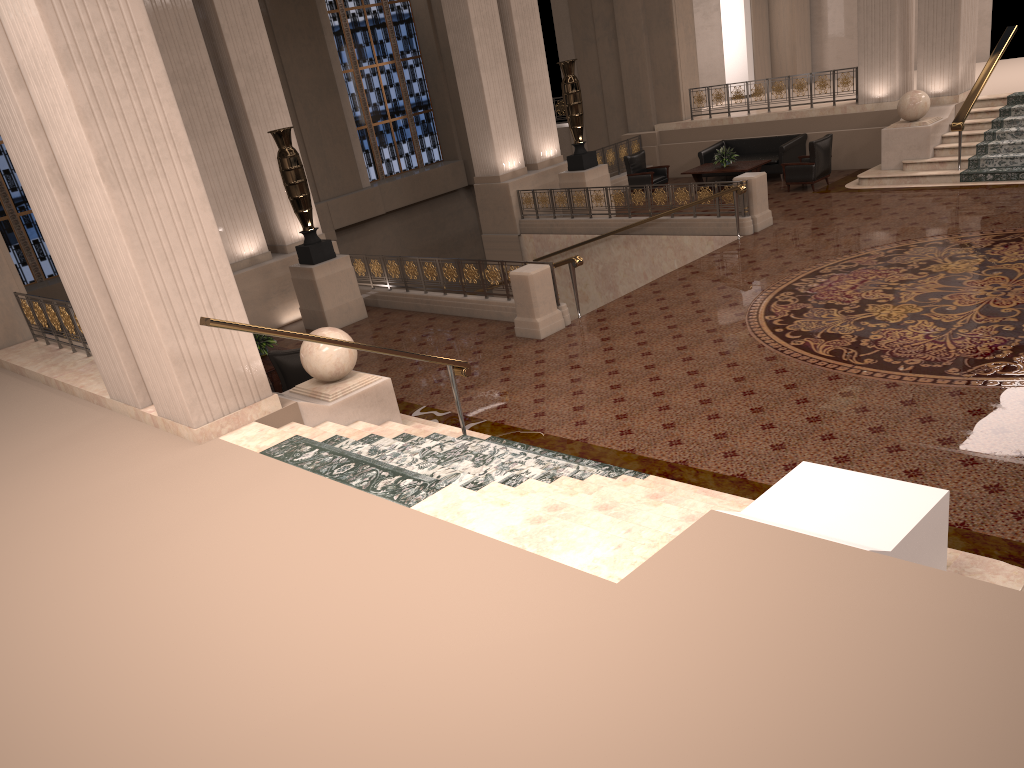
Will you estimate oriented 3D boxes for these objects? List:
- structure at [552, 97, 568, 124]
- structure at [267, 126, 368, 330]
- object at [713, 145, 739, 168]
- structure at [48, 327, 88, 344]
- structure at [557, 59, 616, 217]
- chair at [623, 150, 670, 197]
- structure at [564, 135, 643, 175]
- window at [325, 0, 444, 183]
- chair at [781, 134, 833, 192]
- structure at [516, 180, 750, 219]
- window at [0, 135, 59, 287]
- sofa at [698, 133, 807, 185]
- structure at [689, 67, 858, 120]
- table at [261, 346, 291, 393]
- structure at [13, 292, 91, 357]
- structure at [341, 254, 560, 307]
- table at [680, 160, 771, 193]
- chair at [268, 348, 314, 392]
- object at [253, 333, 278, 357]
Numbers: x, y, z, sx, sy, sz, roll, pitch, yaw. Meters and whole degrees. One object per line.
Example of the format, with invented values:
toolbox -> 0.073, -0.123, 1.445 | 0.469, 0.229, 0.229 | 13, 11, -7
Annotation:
structure -> 0.649, -6.673, 21.832 | 2.125, 0.698, 0.030 | 11, 33, 45
structure -> -2.921, -2.222, 12.758 | 0.681, 2.912, 0.689 | -31, 31, -36
object -> 4.013, -4.303, 16.626 | 0.500, 0.393, 0.505 | -15, 23, -7
structure -> -5.322, -0.857, 12.780 | 2.467, 0.684, 0.032 | -28, 30, -36
structure -> 1.229, -4.398, 16.129 | 0.681, 2.912, 0.689 | -31, 31, -36
chair -> 2.725, -4.241, 17.773 | 0.709, 0.881, 0.627 | 10, 31, 40
structure -> 1.988, -4.691, 18.716 | 2.467, 0.684, 0.032 | -28, 30, -36
window -> -3.464, -8.169, 22.580 | 2.907, 5.597, 0.068 | -29, 31, -35
chair -> 5.204, -3.869, 15.471 | 0.630, 0.881, 0.707 | -30, 30, -36
structure -> 1.841, -3.096, 15.001 | 4.869, 0.561, 0.077 | 10, 32, 44
window -> -10.731, -4.358, 16.678 | 2.907, 5.597, 0.068 | -29, 31, -35
sofa -> 4.705, -4.394, 17.290 | 1.895, 0.738, 0.851 | 11, 32, 45
structure -> 5.037, -5.674, 17.337 | 3.642, 0.653, 0.031 | 10, 32, 45
table -> -3.183, -0.118, 10.918 | 0.816, 0.455, 1.454 | -29, 27, -37
structure -> -4.662, -0.587, 9.460 | 3.642, 0.653, 0.031 | 10, 32, 45
structure -> -1.122, -1.542, 12.595 | 4.865, 0.561, 0.077 | 11, 33, 45
table -> 4.089, -3.932, 16.824 | 0.816, 0.455, 1.454 | -29, 27, -37
chair -> -2.159, -0.082, 9.684 | 0.649, 0.881, 0.686 | -7, 24, 9
object -> -3.108, -0.519, 10.716 | 0.500, 0.393, 0.505 | -15, 23, -7
